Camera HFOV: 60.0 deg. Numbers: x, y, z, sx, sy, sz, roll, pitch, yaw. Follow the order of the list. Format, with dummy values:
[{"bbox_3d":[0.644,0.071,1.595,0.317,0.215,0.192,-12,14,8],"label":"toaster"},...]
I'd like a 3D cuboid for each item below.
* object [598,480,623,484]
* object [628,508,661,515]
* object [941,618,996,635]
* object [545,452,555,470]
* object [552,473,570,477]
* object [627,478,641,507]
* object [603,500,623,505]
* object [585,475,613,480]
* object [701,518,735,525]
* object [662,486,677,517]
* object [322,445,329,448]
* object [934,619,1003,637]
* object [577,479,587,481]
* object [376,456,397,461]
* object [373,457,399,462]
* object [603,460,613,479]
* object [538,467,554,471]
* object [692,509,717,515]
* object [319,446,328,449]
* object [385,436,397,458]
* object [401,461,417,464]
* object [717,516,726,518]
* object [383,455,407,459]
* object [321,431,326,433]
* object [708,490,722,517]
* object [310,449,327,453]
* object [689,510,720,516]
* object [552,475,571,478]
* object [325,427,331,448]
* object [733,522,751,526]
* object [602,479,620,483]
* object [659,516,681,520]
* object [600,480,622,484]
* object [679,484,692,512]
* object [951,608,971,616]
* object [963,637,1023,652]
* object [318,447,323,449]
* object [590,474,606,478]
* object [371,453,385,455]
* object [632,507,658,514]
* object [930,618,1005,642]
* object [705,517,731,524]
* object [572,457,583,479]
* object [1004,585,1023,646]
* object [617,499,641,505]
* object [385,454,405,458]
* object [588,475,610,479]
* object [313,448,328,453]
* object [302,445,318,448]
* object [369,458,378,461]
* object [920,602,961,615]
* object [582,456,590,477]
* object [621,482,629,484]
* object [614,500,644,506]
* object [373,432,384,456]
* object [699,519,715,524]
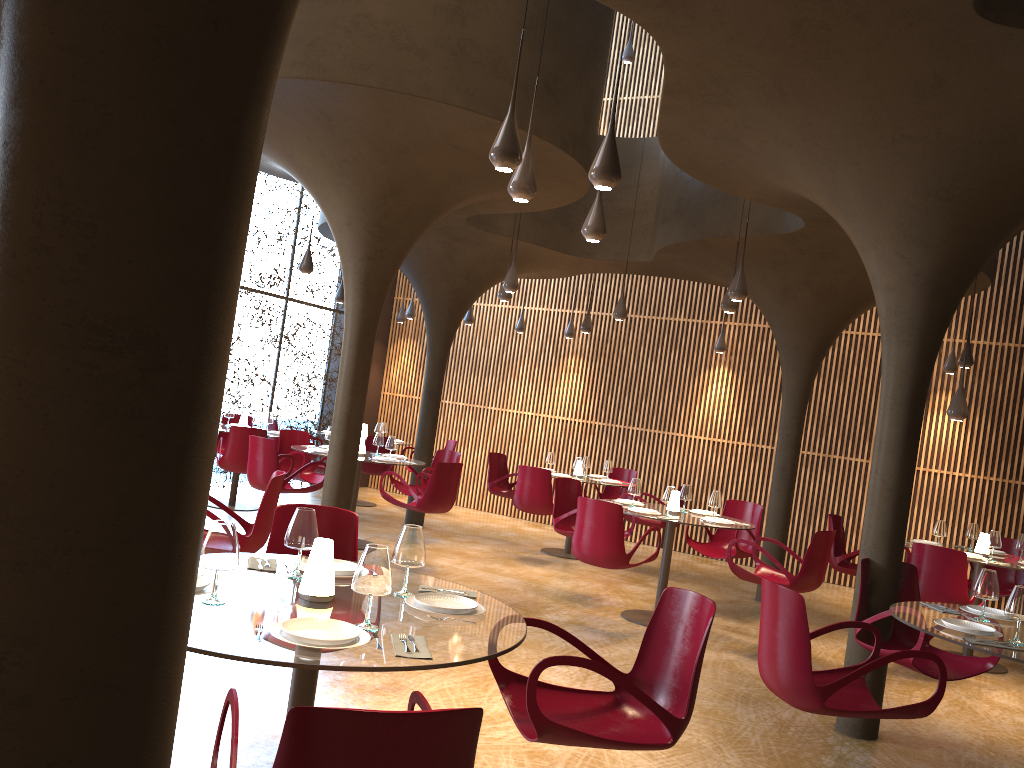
[{"bbox_3d":[1.383,1.377,12.462,0.204,0.012,0.411,7,-2,35],"label":"object"},{"bbox_3d":[1.309,1.264,8.762,0.331,0.014,0.332,7,-2,19],"label":"object"},{"bbox_3d":[2.443,1.303,4.748,0.263,0.029,0.263,8,-2,-14],"label":"object"},{"bbox_3d":[0.551,1.130,12.756,0.142,0.295,0.142,8,0,1],"label":"object"},{"bbox_3d":[0.669,1.261,12.263,0.262,0.029,0.263,7,-2,34],"label":"object"},{"bbox_3d":[1.280,1.136,9.271,0.142,0.295,0.142,8,0,-23],"label":"object"},{"bbox_3d":[1.025,1.247,9.305,0.127,0.017,0.261,9,-2,-44],"label":"object"},{"bbox_3d":[1.286,1.382,13.140,0.410,0.012,0.205,7,-2,26],"label":"object"},{"bbox_3d":[2.050,1.370,8.835,0.332,0.014,0.331,9,-2,-28],"label":"object"},{"bbox_3d":[1.558,1.161,8.777,0.142,0.295,0.142,8,0,21],"label":"object"},{"bbox_3d":[-2.327,0.821,11.459,0.263,0.029,0.263,7,-2,30],"label":"object"},{"bbox_3d":[2.442,1.312,4.748,0.331,0.014,0.332,8,-2,15],"label":"object"},{"bbox_3d":[0.905,1.306,12.080,0.126,0.017,0.262,7,-2,34],"label":"object"},{"bbox_3d":[-1.529,0.914,10.791,0.263,0.029,0.262,9,-2,-37],"label":"object"},{"bbox_3d":[-1.530,0.924,10.791,0.332,0.014,0.331,9,-2,-31],"label":"object"},{"bbox_3d":[1.371,1.243,12.696,0.142,0.295,0.142,8,0,-18],"label":"object"},{"bbox_3d":[0.486,1.255,12.984,0.263,0.029,0.263,9,-2,-25],"label":"object"},{"bbox_3d":[2.066,1.381,9.519,0.263,0.029,0.263,7,-2,30],"label":"object"},{"bbox_3d":[-2.328,0.831,11.459,0.332,0.014,0.331,9,-2,-35],"label":"object"},{"bbox_3d":[-1.504,0.795,11.024,0.142,0.295,0.142,8,0,3],"label":"object"},{"bbox_3d":[-1.293,0.969,10.974,0.127,0.017,0.261,9,-2,-41],"label":"object"},{"bbox_3d":[2.069,1.392,9.516,0.410,0.012,0.205,7,-2,36],"label":"object"},{"bbox_3d":[-1.515,0.944,11.474,0.331,0.014,0.332,8,-2,11],"label":"object"},{"bbox_3d":[-3.048,0.825,14.930,0.331,0.014,0.332,8,-2,10],"label":"object"},{"bbox_3d":[2.076,1.242,9.069,0.142,0.295,0.142,8,0,3],"label":"object"},{"bbox_3d":[-2.271,0.818,10.717,0.331,0.014,0.332,7,-2,22],"label":"object"},{"bbox_3d":[2.065,1.390,9.519,0.331,0.014,0.332,8,-2,11],"label":"object"},{"bbox_3d":[0.668,1.271,12.263,0.331,0.014,0.332,7,-2,18],"label":"object"},{"bbox_3d":[-2.301,0.690,11.226,0.142,0.295,0.142,8,0,-23],"label":"object"},{"bbox_3d":[2.288,1.415,9.018,0.127,0.017,0.261,9,-2,-41],"label":"object"},{"bbox_3d":[1.387,1.367,12.466,0.263,0.029,0.263,8,-2,7],"label":"object"},{"bbox_3d":[1.511,1.294,8.540,0.126,0.017,0.262,6,-2,44],"label":"object"},{"bbox_3d":[1.385,1.376,12.466,0.332,0.014,0.331,9,-2,-38],"label":"object"},{"bbox_3d":[1.855,1.222,9.487,0.142,0.295,0.141,8,0,-29],"label":"object"},{"bbox_3d":[2.890,1.393,5.353,0.411,0.012,0.204,8,-2,-8],"label":"object"},{"bbox_3d":[2.414,1.307,4.447,0.262,0.017,0.126,8,-2,2],"label":"object"},{"bbox_3d":[-2.326,0.832,11.463,0.204,0.012,0.411,7,-2,41],"label":"object"},{"bbox_3d":[1.284,1.371,13.141,0.262,0.029,0.263,7,-2,40],"label":"object"},{"bbox_3d":[-1.735,0.927,11.681,0.126,0.017,0.262,7,-2,40],"label":"object"},{"bbox_3d":[1.310,1.255,8.762,0.263,0.029,0.262,9,-2,-43],"label":"object"},{"bbox_3d":[2.441,1.313,4.753,0.204,0.012,0.411,8,-2,-2],"label":"object"},{"bbox_3d":[2.052,1.360,8.835,0.262,0.029,0.263,7,-2,37],"label":"object"},{"bbox_3d":[0.911,1.168,12.318,0.142,0.295,0.142,8,0,22],"label":"object"},{"bbox_3d":[2.627,1.195,4.586,0.141,0.295,0.142,8,0,34],"label":"object"},{"bbox_3d":[1.254,1.267,9.504,0.262,0.029,0.263,7,-2,36],"label":"object"},{"bbox_3d":[-1.514,0.935,11.474,0.263,0.029,0.263,7,-2,30],"label":"object"},{"bbox_3d":[1.282,1.381,13.141,0.331,0.014,0.332,7,-2,27],"label":"object"},{"bbox_3d":[-2.270,0.809,10.717,0.262,0.029,0.263,7,-2,38],"label":"object"},{"bbox_3d":[-2.555,0.801,11.261,0.127,0.017,0.261,9,-2,-44],"label":"object"},{"bbox_3d":[-1.533,0.924,10.787,0.204,0.012,0.411,6,-2,45],"label":"object"},{"bbox_3d":[2.586,1.356,5.350,0.126,0.017,0.262,8,-2,-4],"label":"object"},{"bbox_3d":[1.081,1.212,13.070,0.141,0.295,0.142,8,0,29],"label":"object"},{"bbox_3d":[1.588,1.418,12.688,0.261,0.017,0.127,7,-2,39],"label":"object"},{"bbox_3d":[1.252,1.277,9.504,0.332,0.014,0.331,9,-2,-35],"label":"object"},{"bbox_3d":[-1.725,0.776,11.442,0.142,0.295,0.142,8,0,16],"label":"object"},{"bbox_3d":[2.047,1.370,8.832,0.204,0.012,0.411,6,-2,45],"label":"object"}]
